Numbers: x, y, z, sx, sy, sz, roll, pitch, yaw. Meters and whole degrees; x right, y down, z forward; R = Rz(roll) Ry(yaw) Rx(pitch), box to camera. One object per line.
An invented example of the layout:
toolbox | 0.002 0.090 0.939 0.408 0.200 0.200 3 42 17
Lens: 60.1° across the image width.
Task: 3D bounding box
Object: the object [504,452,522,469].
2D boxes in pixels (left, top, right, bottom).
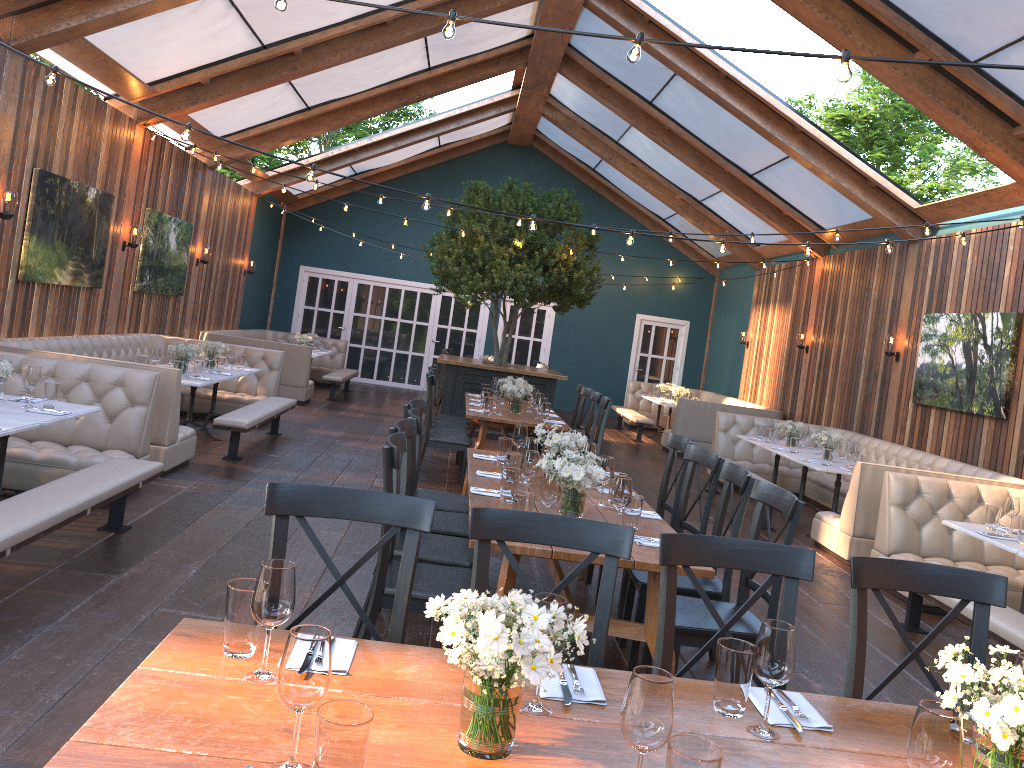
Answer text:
object | -0.002 0.446 4.683 0.092 0.158 0.091 8 1 23

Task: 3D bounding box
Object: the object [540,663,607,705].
object | 0.136 0.699 2.063 0.157 0.019 0.255 8 4 -3

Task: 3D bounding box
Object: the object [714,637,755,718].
object | 0.512 0.683 2.051 0.092 0.158 0.091 8 1 23

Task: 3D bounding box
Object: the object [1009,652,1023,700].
object | 1.159 0.735 1.985 0.093 0.244 0.092 8 0 39

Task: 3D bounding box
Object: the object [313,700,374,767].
object | -0.280 0.610 1.434 0.092 0.158 0.091 8 1 23

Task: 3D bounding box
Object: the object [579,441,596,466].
object | 0.411 0.445 4.915 0.093 0.244 0.092 8 0 39

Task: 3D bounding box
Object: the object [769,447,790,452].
object | 2.848 0.686 9.298 0.255 0.019 0.158 8 4 -3

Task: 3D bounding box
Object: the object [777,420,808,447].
object | 3.101 0.544 9.792 0.336 0.309 0.329 8 2 9

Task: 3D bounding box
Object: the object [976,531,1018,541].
object | 3.066 0.952 5.552 0.255 0.019 0.158 8 4 -3

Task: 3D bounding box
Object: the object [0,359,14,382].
object | -2.963 -0.007 4.921 0.330 0.309 0.335 9 2 19

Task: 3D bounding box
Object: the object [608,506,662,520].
object | 0.596 0.622 4.316 0.255 0.019 0.158 8 4 -3

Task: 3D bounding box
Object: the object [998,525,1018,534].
object | 3.292 0.965 5.849 0.157 0.019 0.255 8 4 -3

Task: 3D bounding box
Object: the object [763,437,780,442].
object | 3.039 0.645 10.368 0.157 0.019 0.255 8 4 -3

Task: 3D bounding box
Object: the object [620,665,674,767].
object | 0.232 0.631 1.558 0.093 0.244 0.092 8 0 39

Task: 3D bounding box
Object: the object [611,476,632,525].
object | 0.465 0.522 3.806 0.093 0.244 0.092 8 0 39

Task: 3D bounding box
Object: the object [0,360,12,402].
object | -3.087 -0.019 5.358 0.093 0.244 0.092 8 0 45

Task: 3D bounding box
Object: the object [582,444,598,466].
object | 0.490 0.457 5.594 0.092 0.158 0.091 9 1 33

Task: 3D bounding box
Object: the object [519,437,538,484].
object | 0.087 0.411 4.753 0.093 0.244 0.092 8 0 39

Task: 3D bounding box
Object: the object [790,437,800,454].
object | 2.915 0.635 9.142 0.091 0.158 0.092 8 1 -17

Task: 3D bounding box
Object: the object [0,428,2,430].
object | -2.693 0.211 4.389 0.255 0.019 0.158 8 4 -3

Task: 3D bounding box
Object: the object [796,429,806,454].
object | 3.004 0.600 9.212 0.093 0.244 0.092 8 0 45

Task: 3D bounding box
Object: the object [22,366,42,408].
object | -2.862 0.017 5.276 0.093 0.244 0.092 8 0 45

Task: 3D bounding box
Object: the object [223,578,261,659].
object | -0.604 0.529 1.991 0.092 0.158 0.091 8 1 23

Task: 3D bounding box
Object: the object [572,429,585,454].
object | 0.400 0.406 5.505 0.093 0.244 0.092 8 0 45

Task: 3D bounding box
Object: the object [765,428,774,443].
object | 2.880 0.581 9.914 0.091 0.158 0.092 8 1 -17

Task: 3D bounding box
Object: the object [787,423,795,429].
object | 3.194 0.568 10.144 0.093 0.244 0.092 8 0 45

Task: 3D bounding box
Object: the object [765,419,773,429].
object | 2.969 0.531 10.226 0.093 0.244 0.092 8 0 45

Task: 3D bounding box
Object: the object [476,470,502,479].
object | -0.069 0.497 4.839 0.255 0.019 0.158 8 4 -3

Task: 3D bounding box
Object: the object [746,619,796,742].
object | 0.574 0.654 1.961 0.093 0.244 0.092 8 0 39

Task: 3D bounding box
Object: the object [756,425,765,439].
object | 2.894 0.558 10.310 0.091 0.158 0.092 8 1 -17

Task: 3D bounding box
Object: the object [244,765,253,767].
object | -0.461 0.658 1.380 0.157 0.019 0.255 8 4 -3

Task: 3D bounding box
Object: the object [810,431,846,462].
object | 3.155 0.612 8.834 0.337 0.309 0.329 8 2 13

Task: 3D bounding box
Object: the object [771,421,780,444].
object | 2.970 0.546 9.984 0.093 0.244 0.092 8 0 45

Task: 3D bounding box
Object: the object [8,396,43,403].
object | -3.017 0.095 5.499 0.157 0.019 0.255 8 4 -3

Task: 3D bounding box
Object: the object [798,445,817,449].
object | 3.319 0.705 10.058 0.255 0.019 0.158 8 4 -3

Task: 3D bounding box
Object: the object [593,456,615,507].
object | 0.457 0.484 4.402 0.093 0.244 0.092 8 0 39

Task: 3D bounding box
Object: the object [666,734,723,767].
object | 0.298 0.688 1.487 0.092 0.158 0.091 8 1 23

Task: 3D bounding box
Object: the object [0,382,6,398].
object | -3.162 0.008 5.442 0.091 0.158 0.092 8 1 -17

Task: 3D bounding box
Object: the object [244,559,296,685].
object | -0.515 0.504 1.887 0.093 0.244 0.092 8 0 39

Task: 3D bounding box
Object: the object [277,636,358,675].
object | -0.444 0.619 2.027 0.157 0.019 0.255 8 4 -3

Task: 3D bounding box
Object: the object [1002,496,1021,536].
object | 3.222 0.851 5.708 0.093 0.244 0.092 8 0 45

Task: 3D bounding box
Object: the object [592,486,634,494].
object | 0.550 0.583 4.841 0.255 0.019 0.158 8 4 -3

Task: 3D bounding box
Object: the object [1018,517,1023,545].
object | 3.133 0.901 5.396 0.091 0.158 0.092 8 1 -17

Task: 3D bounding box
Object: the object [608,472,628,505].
object | 0.533 0.532 4.487 0.092 0.158 0.091 8 1 23

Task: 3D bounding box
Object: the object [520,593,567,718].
object | 0.067 0.585 1.918 0.093 0.244 0.092 8 0 39

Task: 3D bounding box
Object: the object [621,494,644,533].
object | 0.526 0.569 3.892 0.092 0.158 0.091 8 1 23

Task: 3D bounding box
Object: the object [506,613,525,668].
object | -0.024 0.609 2.014 0.092 0.158 0.091 8 1 23

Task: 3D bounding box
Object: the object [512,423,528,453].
object | 0.042 0.365 5.357 0.093 0.244 0.092 8 0 45

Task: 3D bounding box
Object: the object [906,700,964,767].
object | 0.752 0.702 1.587 0.093 0.244 0.092 8 0 39

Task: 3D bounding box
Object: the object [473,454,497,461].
object | -0.114 0.452 5.435 0.255 0.019 0.158 8 4 -3

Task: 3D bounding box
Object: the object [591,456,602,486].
object | 0.489 0.494 5.002 0.092 0.158 0.091 8 1 23

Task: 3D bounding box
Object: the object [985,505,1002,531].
object | 3.147 0.878 5.792 0.091 0.158 0.092 8 1 -17

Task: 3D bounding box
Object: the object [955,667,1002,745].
object | 1.093 0.762 2.088 0.092 0.158 0.091 8 1 23

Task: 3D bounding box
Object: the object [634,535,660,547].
object | 0.592 0.659 3.723 0.255 0.019 0.158 8 4 -3

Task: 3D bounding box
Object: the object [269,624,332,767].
object | -0.365 0.548 1.526 0.093 0.244 0.092 8 0 39

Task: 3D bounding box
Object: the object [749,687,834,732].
object | 0.657 0.771 2.095 0.157 0.019 0.255 8 4 -3

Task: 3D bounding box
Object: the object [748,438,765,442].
object | 2.813 0.632 10.070 0.255 0.019 0.158 8 4 -3

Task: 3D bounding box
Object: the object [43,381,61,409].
object | -2.785 0.067 5.345 0.091 0.158 0.092 8 1 -17

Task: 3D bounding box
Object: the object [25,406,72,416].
object | -2.737 0.154 5.189 0.255 0.019 0.158 8 4 -3

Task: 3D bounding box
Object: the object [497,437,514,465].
object | -0.046 0.401 5.269 0.092 0.158 0.091 9 1 43
